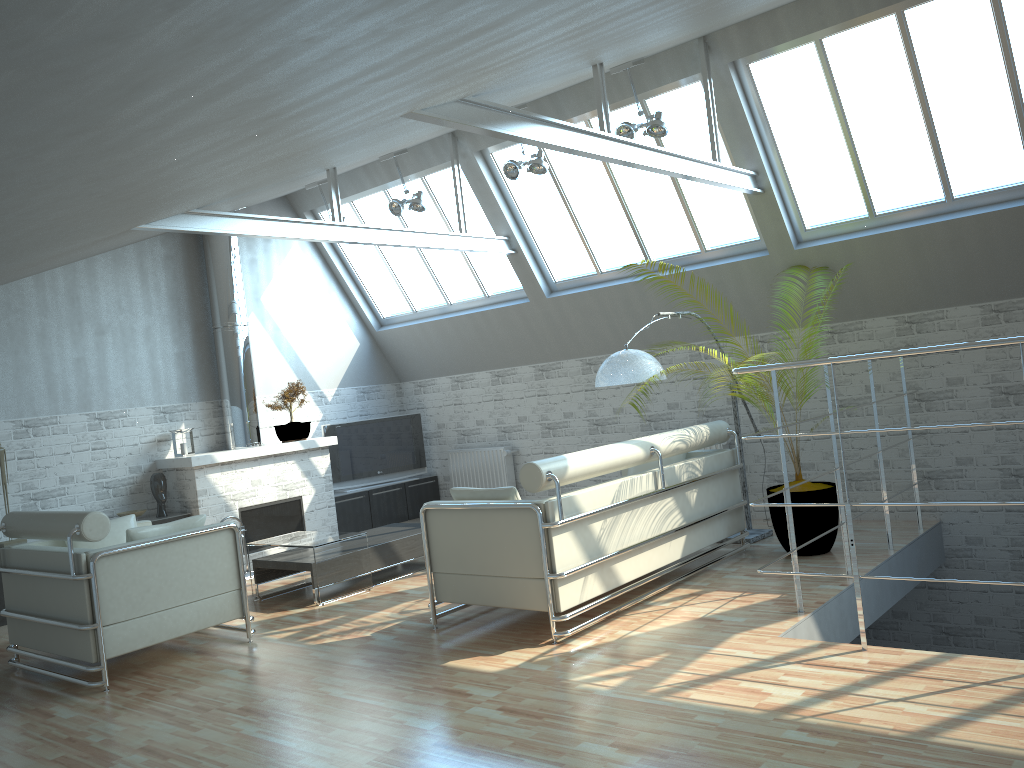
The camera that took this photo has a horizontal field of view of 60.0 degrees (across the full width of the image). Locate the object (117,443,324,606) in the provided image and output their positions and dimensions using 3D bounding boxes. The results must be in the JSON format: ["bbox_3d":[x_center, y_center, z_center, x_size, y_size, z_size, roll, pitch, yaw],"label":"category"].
[{"bbox_3d":[-4.668,2.190,14.645,4.859,2.558,1.528,-7,0,39],"label":"object"}]

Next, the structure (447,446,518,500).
[{"bbox_3d":[-0.602,2.184,19.769,1.892,1.524,0.508,-7,0,40],"label":"structure"}]

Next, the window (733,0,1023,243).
[{"bbox_3d":[5.789,-3.845,12.388,4.651,2.787,1.897,-7,0,40],"label":"window"}]

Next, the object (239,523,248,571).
[{"bbox_3d":[-4.923,2.972,16.206,0.155,0.873,0.026,-7,0,41],"label":"object"}]

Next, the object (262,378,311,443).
[{"bbox_3d":[-4.578,0.546,18.026,0.572,1.265,1.115,-7,0,44],"label":"object"}]

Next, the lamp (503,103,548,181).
[{"bbox_3d":[0.105,-3.975,14.498,0.808,1.172,0.618,-7,0,44],"label":"lamp"}]

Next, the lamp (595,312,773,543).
[{"bbox_3d":[3.079,0.698,13.892,4.621,3.709,1.015,-6,0,-44],"label":"lamp"}]

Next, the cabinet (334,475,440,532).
[{"bbox_3d":[-3.072,2.809,20.003,0.908,1.016,3.234,-7,0,40],"label":"cabinet"}]

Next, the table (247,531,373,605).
[{"bbox_3d":[-3.176,2.842,13.878,1.726,0.867,1.015,-7,0,40],"label":"table"}]

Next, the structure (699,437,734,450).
[{"bbox_3d":[3.316,1.711,16.481,1.892,1.524,0.508,-7,0,40],"label":"structure"}]

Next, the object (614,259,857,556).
[{"bbox_3d":[3.236,0.342,12.881,3.777,4.386,5.015,-7,0,15],"label":"object"}]

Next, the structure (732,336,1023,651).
[{"bbox_3d":[6.457,0.758,9.836,5.366,2.781,6.483,-7,0,40],"label":"structure"}]

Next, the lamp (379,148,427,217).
[{"bbox_3d":[-2.050,-3.715,16.307,0.808,1.172,0.619,-7,0,44],"label":"lamp"}]

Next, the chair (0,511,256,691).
[{"bbox_3d":[-5.011,2.493,11.436,2.507,2.001,2.201,-7,0,40],"label":"chair"}]

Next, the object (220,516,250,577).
[{"bbox_3d":[-5.092,2.967,16.137,0.412,1.124,0.584,-7,0,40],"label":"object"}]

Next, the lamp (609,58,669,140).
[{"bbox_3d":[1.805,-4.181,13.071,0.808,1.172,0.619,-7,0,44],"label":"lamp"}]

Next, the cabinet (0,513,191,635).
[{"bbox_3d":[-7.544,3.172,14.604,0.914,1.270,4.572,-7,0,40],"label":"cabinet"}]

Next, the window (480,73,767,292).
[{"bbox_3d":[1.914,-3.377,15.640,4.651,2.787,1.897,-7,0,40],"label":"window"}]

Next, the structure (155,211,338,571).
[{"bbox_3d":[-5.316,-0.043,17.487,1.309,7.180,3.302,-7,0,40],"label":"structure"}]

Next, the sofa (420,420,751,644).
[{"bbox_3d":[1.189,1.778,12.214,2.199,1.999,4.866,-7,0,40],"label":"sofa"}]

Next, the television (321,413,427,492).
[{"bbox_3d":[-3.112,1.540,20.038,2.577,1.514,0.592,-6,0,-40],"label":"television"}]

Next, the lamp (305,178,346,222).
[{"bbox_3d":[-3.736,-3.511,17.722,0.808,1.172,0.619,-7,0,44],"label":"lamp"}]

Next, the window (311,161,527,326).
[{"bbox_3d":[-1.961,-2.909,18.892,4.651,2.787,1.897,-7,0,40],"label":"window"}]
